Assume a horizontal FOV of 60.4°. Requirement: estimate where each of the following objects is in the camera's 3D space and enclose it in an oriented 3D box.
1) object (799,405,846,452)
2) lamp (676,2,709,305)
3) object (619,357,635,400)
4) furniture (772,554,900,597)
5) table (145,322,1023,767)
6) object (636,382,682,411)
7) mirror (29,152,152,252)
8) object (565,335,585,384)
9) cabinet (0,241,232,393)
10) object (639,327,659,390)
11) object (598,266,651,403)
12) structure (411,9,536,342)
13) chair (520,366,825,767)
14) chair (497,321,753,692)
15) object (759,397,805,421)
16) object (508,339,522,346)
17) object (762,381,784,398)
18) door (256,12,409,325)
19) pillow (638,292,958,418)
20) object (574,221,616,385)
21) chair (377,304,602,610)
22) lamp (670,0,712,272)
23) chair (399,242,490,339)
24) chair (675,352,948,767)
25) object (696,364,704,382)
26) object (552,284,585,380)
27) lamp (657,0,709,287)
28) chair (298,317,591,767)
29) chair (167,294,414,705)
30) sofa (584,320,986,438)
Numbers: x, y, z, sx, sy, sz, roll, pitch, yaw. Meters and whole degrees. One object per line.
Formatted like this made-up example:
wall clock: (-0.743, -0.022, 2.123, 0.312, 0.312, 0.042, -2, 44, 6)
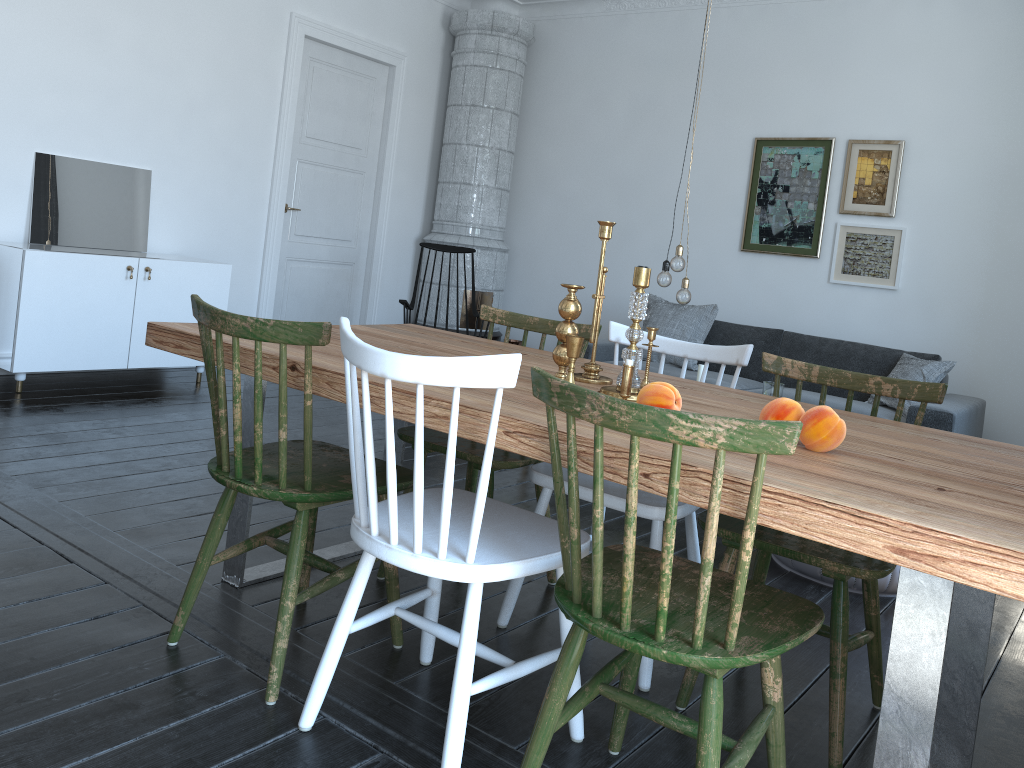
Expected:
object: (0.587, 0.085, 1.670, 0.088, 0.089, 0.083, 9, 6, 26)
lamp: (0.918, -1.127, 4.273, 0.088, 1.490, 0.075, 6, 2, -30)
object: (0.245, -0.001, 1.879, 0.103, 0.113, 0.102, 9, 5, 22)
furniture: (1.244, 0.505, 3.253, 0.615, 0.417, 0.615, 11, 7, 30)
table: (0.185, 0.373, 2.072, 2.250, 0.712, 1.017, 13, 8, 36)
object: (0.298, 0.037, 1.787, 0.084, 0.083, 0.090, 2, 7, -41)
mirror: (-2.435, -1.044, 5.127, 0.054, 0.499, 0.695, 8, 6, 36)
object: (0.131, -0.035, 1.931, 0.050, 0.138, 0.049, 9, 3, 36)
cabinet: (-2.284, -0.377, 4.979, 0.595, 0.731, 1.200, 10, 7, 36)
object: (0.337, -0.059, 2.174, 0.080, 0.159, 0.081, 7, 3, -7)
object: (0.280, -0.115, 2.007, 0.140, 0.309, 0.141, 6, 3, -12)
structure: (-0.291, -1.544, 7.128, 0.776, 2.876, 1.279, 7, 3, -9)
chair: (0.278, 0.409, 1.544, 0.471, 0.823, 0.484, 9, 4, 34)
chair: (0.339, 0.272, 2.447, 0.470, 0.838, 0.508, 9, 4, 36)
object: (0.532, 0.071, 1.732, 0.090, 0.087, 0.084, 4, 6, -28)
object: (-0.001, -0.221, 7.310, 0.175, 0.279, 0.175, 10, 5, 36)
object: (1.236, 0.067, 4.187, 0.097, 0.145, 0.098, 7, 4, -3)
door: (-1.363, -1.389, 6.630, 0.117, 2.463, 1.166, 8, 3, 36)
pillow: (1.695, -0.209, 5.546, 2.078, 0.489, 0.477, 14, 8, 40)
object: (0.226, -0.209, 2.254, 0.113, 0.409, 0.114, 7, 2, -2)
chair: (-0.068, 0.192, 2.703, 0.471, 0.823, 0.484, 9, 4, 34)
lamp: (0.894, -1.284, 4.270, 0.074, 1.490, 0.075, 7, 2, -7)
chair: (-0.444, -0.393, 5.687, 0.611, 0.999, 0.915, 6, 5, -9)
chair: (0.720, 0.373, 2.143, 0.471, 0.823, 0.484, 9, 4, 34)
object: (0.941, -0.016, 4.410, 0.074, 0.172, 0.075, 6, 3, -19)
object: (0.125, -0.105, 2.023, 0.100, 0.246, 0.102, 5, 3, -30)
lamp: (0.839, -1.216, 4.320, 0.074, 1.490, 0.087, 7, 2, -3)
chair: (-0.127, 0.313, 1.799, 0.470, 0.838, 0.508, 9, 4, 36)
chair: (-0.509, 0.229, 2.104, 0.471, 0.823, 0.484, 9, 4, 34)
sofa: (1.551, 0.018, 5.506, 2.397, 0.719, 1.083, 13, 9, 36)
